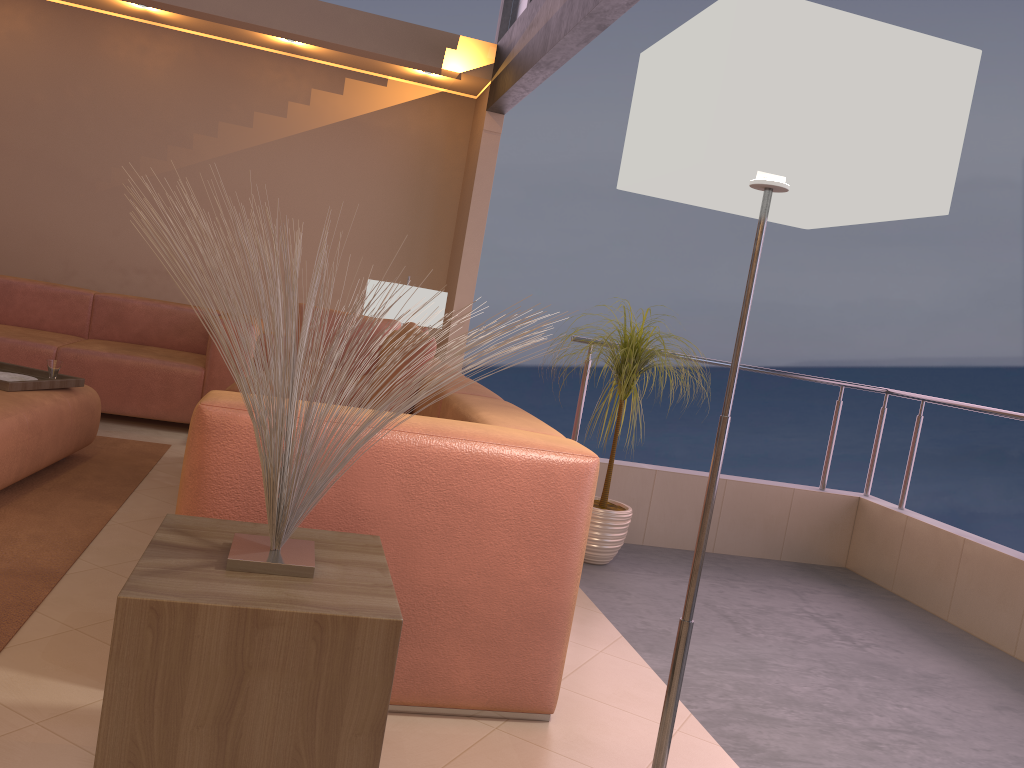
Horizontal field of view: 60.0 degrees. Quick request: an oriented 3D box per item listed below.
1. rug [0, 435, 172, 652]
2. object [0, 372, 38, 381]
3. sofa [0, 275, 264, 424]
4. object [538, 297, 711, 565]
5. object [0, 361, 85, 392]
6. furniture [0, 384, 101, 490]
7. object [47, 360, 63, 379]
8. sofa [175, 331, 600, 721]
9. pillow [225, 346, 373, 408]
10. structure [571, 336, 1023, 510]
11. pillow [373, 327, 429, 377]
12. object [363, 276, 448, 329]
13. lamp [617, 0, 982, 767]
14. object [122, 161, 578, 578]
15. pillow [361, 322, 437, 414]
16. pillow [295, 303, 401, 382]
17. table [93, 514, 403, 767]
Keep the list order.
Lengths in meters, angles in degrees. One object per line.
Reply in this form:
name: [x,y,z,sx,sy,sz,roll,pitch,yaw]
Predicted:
rug: [-2.325,0.326,3.037,1.833,0.005,2.626,9,4,-14]
object: [-2.009,-0.022,3.502,0.240,0.018,0.240,13,6,40]
sofa: [-2.890,-0.265,5.068,2.781,0.672,0.943,9,4,-14]
object: [0.430,0.199,3.649,0.729,1.088,0.703,5,6,-45]
object: [-2.045,-0.036,3.557,0.436,0.034,0.421,11,4,11]
furniture: [-2.085,0.144,3.311,0.685,0.301,1.291,9,4,-9]
object: [-1.893,-0.051,3.660,0.061,0.091,0.061,7,5,-29]
sofa: [-0.582,0.264,3.302,0.943,0.672,2.781,9,4,-14]
pillow: [-0.933,-0.022,3.911,0.514,0.292,0.517,5,6,-45]
structure: [1.475,0.397,2.238,1.663,0.541,4.176,9,4,-14]
pillow: [-0.553,-0.067,4.040,0.255,0.446,0.492,7,5,-30]
object: [-0.655,-0.224,5.107,0.344,0.799,0.344,7,5,-35]
lamp: [0.409,0.087,1.716,0.454,1.578,0.454,9,4,-14]
object: [-0.283,0.009,1.542,0.700,0.634,0.703,12,5,32]
pillow: [-0.469,-0.022,3.659,0.211,0.468,0.470,8,5,-19]
pillow: [-0.800,-0.122,4.284,0.519,0.455,0.314,8,5,-17]
table: [-0.455,0.522,1.563,0.415,0.436,0.469,9,4,-14]
